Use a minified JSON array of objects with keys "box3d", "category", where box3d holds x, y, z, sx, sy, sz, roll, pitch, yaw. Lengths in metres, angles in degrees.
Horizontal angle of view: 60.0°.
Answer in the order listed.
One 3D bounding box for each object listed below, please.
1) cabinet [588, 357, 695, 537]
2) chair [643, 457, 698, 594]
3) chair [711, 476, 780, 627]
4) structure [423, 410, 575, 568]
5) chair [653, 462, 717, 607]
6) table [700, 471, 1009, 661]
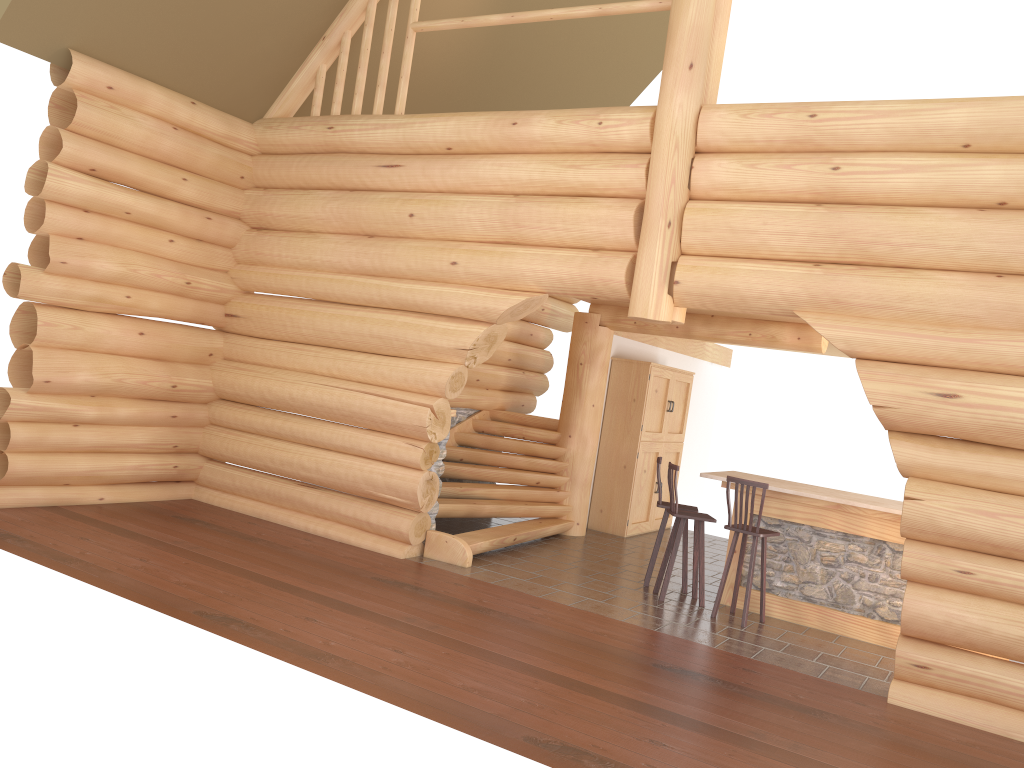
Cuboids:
[{"box3d":[1.934,0.919,12.953,0.670,2.403,1.847,9,1,30],"category":"cabinet"},{"box3d":[1.672,1.459,9.260,0.504,1.319,0.406,8,0,10],"category":"chair"},{"box3d":[2.189,1.543,8.255,0.406,1.319,0.504,9,1,40],"category":"chair"},{"box3d":[-0.471,0.973,10.796,1.951,1.643,3.604,9,1,24],"category":"structure"},{"box3d":[1.710,1.469,8.740,0.504,1.319,0.406,8,0,-1],"category":"chair"},{"box3d":[3.462,1.760,8.596,3.220,1.257,1.196,9,1,30],"category":"table"}]
